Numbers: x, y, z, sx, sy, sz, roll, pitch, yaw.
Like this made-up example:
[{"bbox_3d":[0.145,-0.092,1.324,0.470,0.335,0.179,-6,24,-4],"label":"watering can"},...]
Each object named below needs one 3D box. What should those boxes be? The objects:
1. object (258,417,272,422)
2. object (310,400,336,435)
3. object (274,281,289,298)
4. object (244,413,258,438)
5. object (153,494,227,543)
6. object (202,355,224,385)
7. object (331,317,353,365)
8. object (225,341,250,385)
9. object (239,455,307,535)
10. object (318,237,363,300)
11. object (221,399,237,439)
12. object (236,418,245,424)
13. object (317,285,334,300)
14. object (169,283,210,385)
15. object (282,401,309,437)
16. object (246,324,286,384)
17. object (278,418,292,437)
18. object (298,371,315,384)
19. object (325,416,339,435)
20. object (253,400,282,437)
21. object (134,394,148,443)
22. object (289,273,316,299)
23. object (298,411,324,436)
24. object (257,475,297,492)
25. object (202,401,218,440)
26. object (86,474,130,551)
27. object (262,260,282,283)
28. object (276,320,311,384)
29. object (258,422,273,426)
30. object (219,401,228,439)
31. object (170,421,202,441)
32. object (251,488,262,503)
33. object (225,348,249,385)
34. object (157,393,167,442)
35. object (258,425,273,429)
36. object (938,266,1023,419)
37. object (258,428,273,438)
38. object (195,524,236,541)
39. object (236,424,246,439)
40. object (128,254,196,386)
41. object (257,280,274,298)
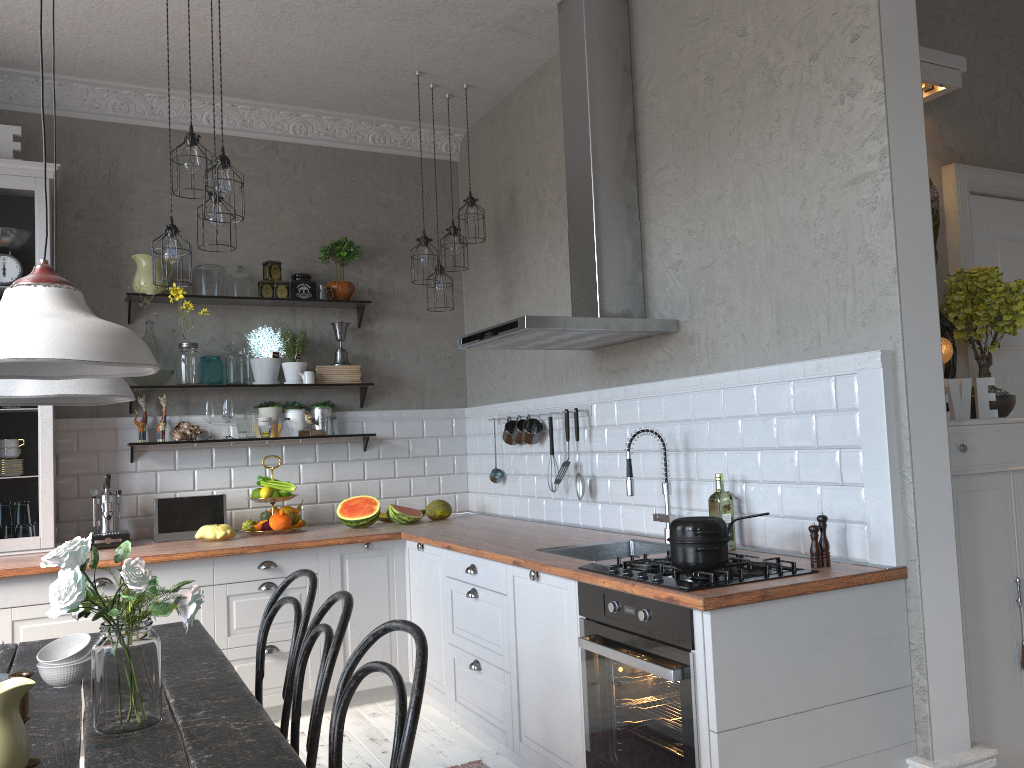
[{"bbox_3d":[-1.375,0.214,4.938,0.079,0.051,0.075,1,-5,-41],"label":"object"},{"bbox_3d":[-1.114,0.203,5.232,0.161,0.213,0.150,-1,-4,-29],"label":"object"},{"bbox_3d":[-1.324,-0.531,5.097,0.084,0.113,0.082,-1,-4,-17],"label":"object"},{"bbox_3d":[-1.455,0.234,4.943,0.077,0.139,0.080,-5,-4,36],"label":"object"},{"bbox_3d":[-1.691,0.704,4.659,0.358,0.226,0.086,-1,-4,-27],"label":"object"},{"bbox_3d":[-1.677,-0.069,4.941,0.128,0.172,0.124,-1,-4,-23],"label":"object"},{"bbox_3d":[-1.018,-0.246,5.266,0.133,0.287,0.128,1,-5,-42],"label":"object"},{"bbox_3d":[-1.573,-0.111,5.067,0.133,0.264,0.129,-1,-4,-21],"label":"object"},{"bbox_3d":[-1.304,0.599,4.827,0.359,0.425,0.344,1,-5,-42],"label":"object"},{"bbox_3d":[-1.010,-0.676,5.275,0.261,0.397,0.240,-2,-4,-2],"label":"object"},{"bbox_3d":[-1.550,0.194,4.861,0.083,0.217,0.080,1,-5,-41],"label":"object"},{"bbox_3d":[-1.515,0.235,4.995,0.078,0.083,0.077,-2,-4,-9],"label":"object"},{"bbox_3d":[-1.091,-0.529,5.164,0.095,0.096,0.073,-1,-4,-26],"label":"object"},{"bbox_3d":[-1.752,-0.264,4.760,0.195,0.540,0.275,0,-4,-35],"label":"object"},{"bbox_3d":[-1.260,0.203,5.147,0.173,0.214,0.147,-3,-4,3],"label":"object"},{"bbox_3d":[-1.401,-0.164,5.092,0.246,0.354,0.233,-2,-4,-9],"label":"object"},{"bbox_3d":[-1.293,0.248,5.038,0.079,0.108,0.076,0,-4,-33],"label":"object"},{"bbox_3d":[-1.165,-0.035,5.075,0.106,0.071,0.063,-3,-4,3],"label":"object"},{"bbox_3d":[-1.047,0.243,5.136,0.079,0.108,0.076,0,-4,-33],"label":"object"},{"bbox_3d":[-1.398,0.199,5.067,0.152,0.217,0.160,-6,-5,43],"label":"object"},{"bbox_3d":[-1.984,0.186,4.742,0.060,0.264,0.054,-5,-4,34],"label":"object"},{"bbox_3d":[-1.236,-0.559,5.201,0.144,0.174,0.139,-1,-4,-27],"label":"object"},{"bbox_3d":[-1.154,0.229,5.102,0.099,0.147,0.120,-5,-4,31],"label":"object"},{"bbox_3d":[-1.283,0.541,4.815,0.214,0.101,0.066,-1,-4,-21],"label":"object"},{"bbox_3d":[-1.671,0.203,4.902,0.083,0.217,0.080,1,-5,-41],"label":"object"},{"bbox_3d":[-2.009,0.630,4.405,0.209,0.370,0.347,-1,-4,-26],"label":"object"},{"bbox_3d":[-1.374,-0.642,5.072,0.081,0.113,0.084,-6,-5,43],"label":"object"},{"bbox_3d":[-1.259,-0.182,5.109,0.167,0.380,0.187,-4,-4,24],"label":"object"},{"bbox_3d":[-1.374,0.239,4.936,0.078,0.051,0.077,-2,-4,-8],"label":"object"},{"bbox_3d":[-1.591,0.201,4.938,0.083,0.217,0.080,1,-5,-41],"label":"object"},{"bbox_3d":[-1.775,0.255,4.799,0.094,0.111,0.180,-6,-5,41],"label":"object"},{"bbox_3d":[-1.363,0.603,4.802,0.098,0.078,0.099,0,-5,-40],"label":"object"},{"bbox_3d":[-1.528,-0.094,4.921,0.125,0.206,0.124,-2,-4,-4],"label":"object"},{"bbox_3d":[-1.882,0.184,4.777,0.053,0.264,0.062,-3,-4,10],"label":"object"},{"bbox_3d":[-1.374,0.256,4.935,0.079,0.051,0.075,0,-4,-34],"label":"object"},{"bbox_3d":[1.725,-0.152,3.224,0.296,0.553,0.342,-3,-4,8],"label":"object"},{"bbox_3d":[-1.373,0.273,4.934,0.079,0.051,0.075,0,-4,-34],"label":"object"},{"bbox_3d":[-1.513,0.758,4.521,0.200,0.083,0.186,-1,-4,-26],"label":"object"},{"bbox_3d":[-1.514,0.268,4.993,0.078,0.083,0.077,-2,-4,-9],"label":"object"},{"bbox_3d":[-1.932,-0.326,4.722,0.331,0.674,0.340,-5,-4,32],"label":"object"},{"bbox_3d":[-1.405,-0.529,5.060,0.084,0.113,0.081,-1,-4,-27],"label":"object"}]
